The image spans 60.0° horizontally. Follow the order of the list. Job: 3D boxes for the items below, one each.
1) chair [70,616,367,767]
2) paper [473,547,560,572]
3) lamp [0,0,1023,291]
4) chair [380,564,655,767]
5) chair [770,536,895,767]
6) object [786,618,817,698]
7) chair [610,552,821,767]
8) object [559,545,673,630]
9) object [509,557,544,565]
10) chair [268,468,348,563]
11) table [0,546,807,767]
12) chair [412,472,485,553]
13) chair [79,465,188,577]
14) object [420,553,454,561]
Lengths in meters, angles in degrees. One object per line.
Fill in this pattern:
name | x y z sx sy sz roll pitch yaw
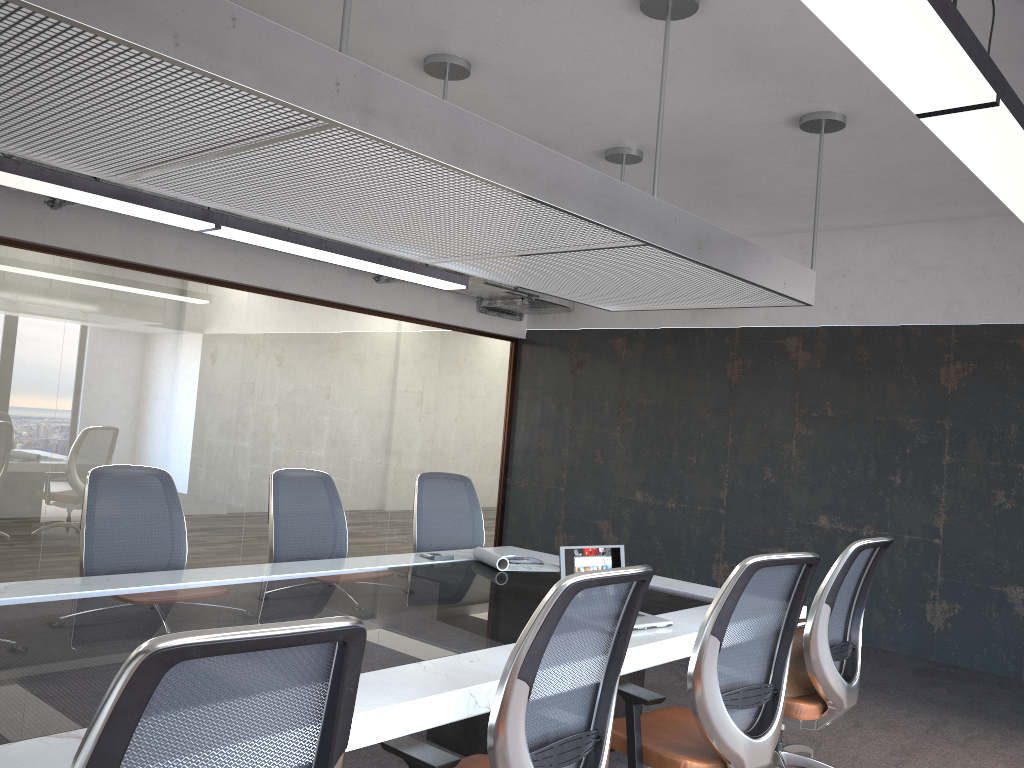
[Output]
chair | -0.678 0.936 1.596 0.828 1.166 0.789 4 -3 11
paper | 0.026 0.941 4.770 0.379 0.069 0.348 6 -3 -23
lamp | -0.880 -1.347 2.985 4.126 0.908 6.097 2 -4 41
chair | -0.055 1.027 2.441 0.828 1.166 0.789 4 -3 5
chair | 1.190 1.196 3.860 0.828 1.166 0.789 4 -3 5
object | 1.235 1.167 3.835 0.378 0.308 0.138 7 -3 -37
chair | 0.619 1.114 3.107 0.828 1.166 0.789 4 -3 16
object | 0.414 0.807 3.539 0.366 0.277 0.308 7 -3 -38
object | 0.073 0.964 4.844 0.200 0.036 0.049 5 -3 -12
chair | -0.932 1.055 4.595 0.828 1.166 0.789 4 -3 5
table | -1.137 1.160 2.797 1.898 0.745 5.498 2 -4 41
chair | -0.273 1.141 5.269 0.828 1.166 0.789 4 -3 21
chair | -1.555 0.971 3.885 0.828 1.166 0.789 4 -3 5
object | -0.405 0.925 4.782 0.126 0.026 0.161 7 -3 -34
